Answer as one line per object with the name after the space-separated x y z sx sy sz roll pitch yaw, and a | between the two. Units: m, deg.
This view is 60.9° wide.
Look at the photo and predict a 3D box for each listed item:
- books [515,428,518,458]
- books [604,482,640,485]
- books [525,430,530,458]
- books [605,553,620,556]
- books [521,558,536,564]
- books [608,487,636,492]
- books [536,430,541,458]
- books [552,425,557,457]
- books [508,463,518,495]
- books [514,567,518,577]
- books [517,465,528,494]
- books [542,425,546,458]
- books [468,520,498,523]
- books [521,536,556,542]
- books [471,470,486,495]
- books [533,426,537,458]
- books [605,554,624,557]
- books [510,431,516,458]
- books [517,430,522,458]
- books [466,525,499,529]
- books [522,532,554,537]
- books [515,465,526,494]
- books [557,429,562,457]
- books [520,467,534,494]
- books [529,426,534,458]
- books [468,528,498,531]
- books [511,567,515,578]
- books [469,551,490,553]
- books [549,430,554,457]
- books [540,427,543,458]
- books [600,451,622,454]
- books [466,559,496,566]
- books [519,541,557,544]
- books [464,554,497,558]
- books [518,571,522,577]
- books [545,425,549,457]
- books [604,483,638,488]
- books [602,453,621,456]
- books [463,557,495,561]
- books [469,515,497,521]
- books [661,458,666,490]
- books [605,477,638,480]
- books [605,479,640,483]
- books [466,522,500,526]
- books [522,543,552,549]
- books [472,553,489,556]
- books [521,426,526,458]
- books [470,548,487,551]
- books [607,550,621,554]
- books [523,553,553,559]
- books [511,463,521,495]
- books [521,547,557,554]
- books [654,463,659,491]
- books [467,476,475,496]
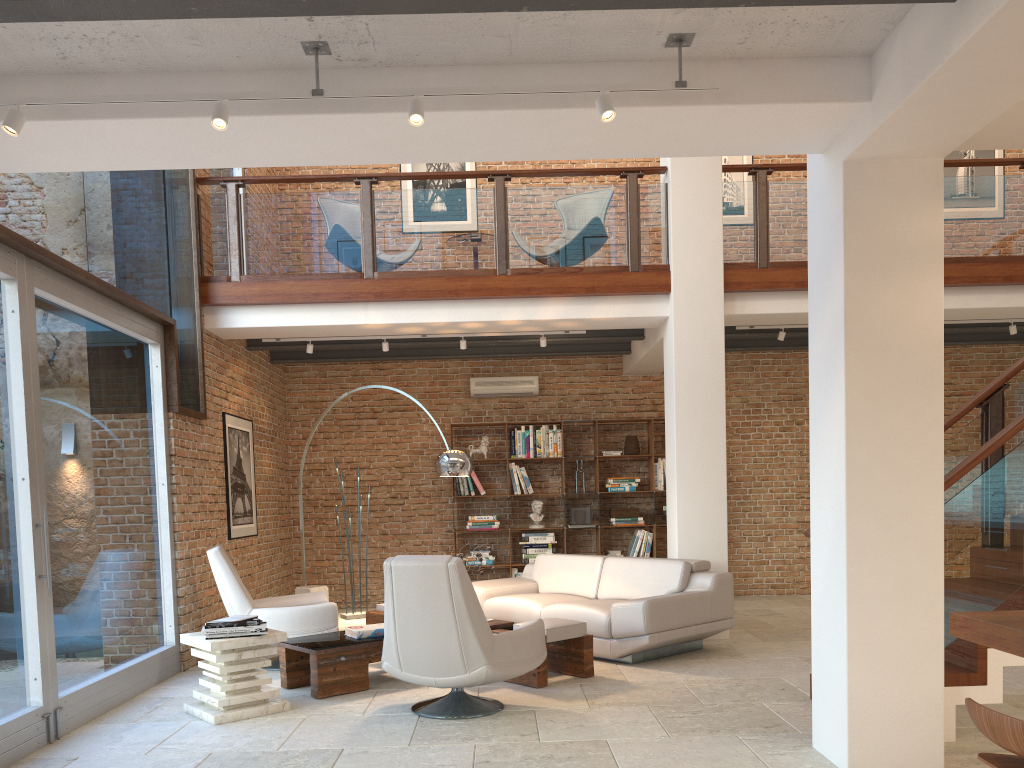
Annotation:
0.049 0.717 10.403 0.021 0.358 0.272 -2 -1 -1 | books
1.315 1.188 10.430 0.379 0.018 0.246 -1 -7 -8 | books
0.182 0.727 10.407 0.055 0.329 0.255 -2 -1 -1 | books
1.212 2.048 10.494 0.162 0.017 0.254 -2 -7 -1 | books
0.315 2.116 10.458 0.379 0.064 0.246 -1 -7 -7 | books
1.322 1.261 10.436 0.327 0.055 0.256 -3 -7 9 | books
0.313 0.720 10.383 0.055 0.329 0.255 -2 -1 -1 | books
0.510 0.689 10.400 0.036 0.383 0.244 -2 0 -1 | books
0.010 1.135 10.430 0.101 0.383 0.244 -2 0 -1 | books
0.051 2.396 10.494 0.036 0.383 0.244 -2 0 -1 | books
0.124 1.149 10.428 0.125 0.348 0.272 -2 -1 -1 | books
0.379 0.695 10.411 0.036 0.383 0.244 -2 0 -1 | books
-0.352 1.642 10.441 0.355 0.020 0.274 -1 -7 -2 | books
0.315 1.856 10.466 0.379 0.064 0.246 -1 -7 -7 | books
-0.413 1.178 10.431 0.195 0.318 0.255 -2 -1 -1 | books
0.265 0.696 10.396 0.036 0.383 0.244 -2 0 -1 | books
1.232 2.067 10.506 0.171 0.019 0.238 -1 -7 -8 | books
0.010 0.732 10.404 0.055 0.329 0.255 -2 -1 -1 | books
0.088 0.727 10.387 0.055 0.329 0.255 -2 -1 -1 | books
-0.359 1.706 10.432 0.379 0.036 0.246 -1 -7 -6 | books
0.309 1.805 10.458 0.379 0.036 0.246 -2 -7 -1 | books
0.102 1.148 10.419 0.125 0.348 0.272 -2 -1 -1 | books
0.560 0.718 10.418 0.055 0.329 0.255 -2 -1 -1 | books
0.172 1.155 10.415 0.158 0.329 0.255 -2 -1 -1 | books
0.228 0.696 10.386 0.036 0.383 0.244 -2 0 -1 | books
-0.349 1.735 10.440 0.355 0.020 0.274 -2 -7 -1 | books
0.015 2.395 10.478 0.036 0.383 0.244 -2 0 -1 | books
-0.387 2.017 10.480 0.236 0.019 0.172 -1 -7 -8 | books
0.463 0.718 10.395 0.055 0.329 0.255 -2 -1 -1 | books
0.351 0.707 10.398 0.021 0.358 0.272 -2 -1 -1 | books
1.171 0.814 10.364 0.236 0.019 0.172 -1 -7 -8 | books
-0.371 2.139 10.459 0.327 0.055 0.256 -3 -7 9 | books
0.308 1.897 10.450 0.444 0.020 0.274 -2 -7 -1 | books
-0.378 2.065 10.453 0.379 0.018 0.246 -1 -7 -8 | books
0.099 2.420 10.488 0.057 0.329 0.255 -2 -1 -1 | books
0.416 0.692 10.398 0.036 0.383 0.244 -2 0 -1 | books
1.300 1.217 10.441 0.379 0.036 0.246 -2 -7 -1 | books
1.178 0.839 10.359 0.206 0.034 0.133 -2 -7 -1 | books
-0.393 2.094 10.465 0.379 0.036 0.246 -2 -7 -1 | books
-0.345 1.603 10.437 0.326 0.055 0.256 -2 -7 1 | books
1.834 1.085 10.455 0.101 0.383 0.244 -2 0 -1 | books
1.312 1.133 10.438 0.355 0.020 0.274 -1 -7 -2 | books
1.316 1.159 10.420 0.379 0.036 0.246 -1 -7 -7 | books
-0.349 1.668 10.423 0.379 0.036 0.246 -1 -7 -7 | books
0.293 1.934 10.440 0.326 0.055 0.256 -1 -7 -6 | books
-0.381 2.042 10.475 0.206 0.034 0.133 -2 -7 -1 | books
0.134 0.699 10.390 0.036 0.383 0.244 -2 0 -1 | books
-0.379 1.988 10.459 0.252 0.017 0.163 -2 -7 -1 | books
1.224 2.022 10.497 0.132 0.033 0.207 -1 -7 -6 | books
0.312 2.058 10.474 0.362 0.055 0.284 -2 -7 1 | books
0.048 1.132 10.407 0.103 0.383 0.244 -2 0 -1 | books
0.322 1.996 10.455 0.379 0.064 0.246 0 -7 -14 | books
1.704 1.113 10.433 0.055 0.329 0.255 -2 -1 -1 | books
-0.506 1.147 10.405 0.121 0.381 0.244 -2 0 -1 | books
